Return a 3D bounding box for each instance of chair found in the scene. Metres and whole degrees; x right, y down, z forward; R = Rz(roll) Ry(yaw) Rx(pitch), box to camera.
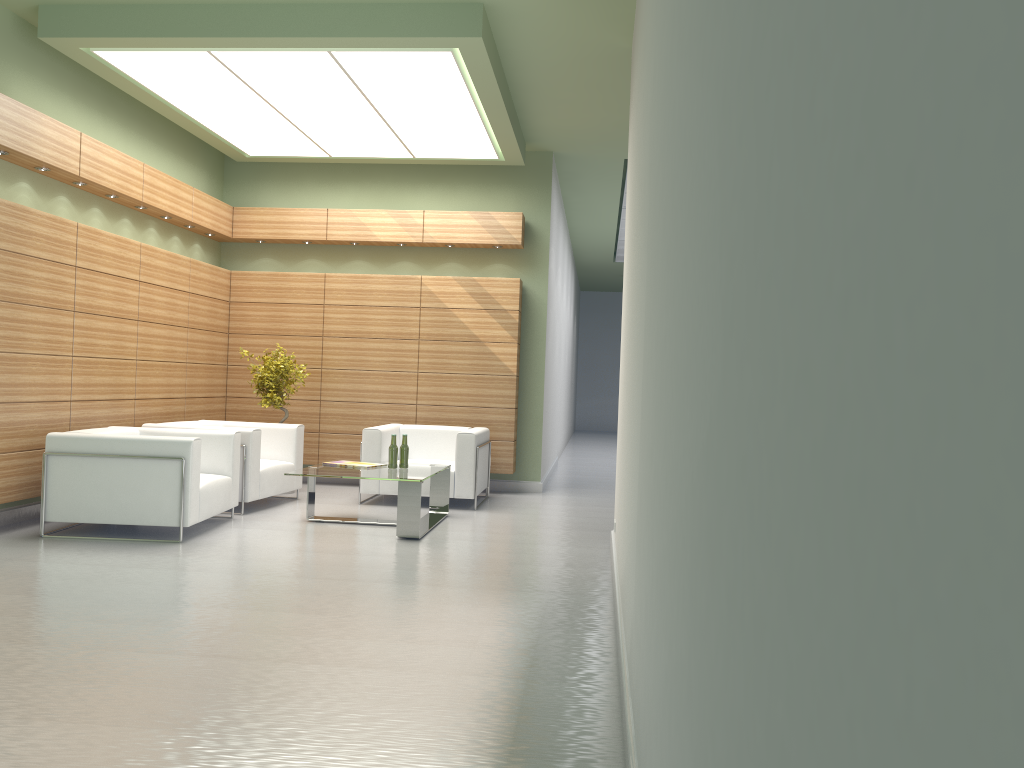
[{"bbox_3d":[-4.382,1.228,13.636,1.769,1.234,1.894,2,0,11],"label":"chair"},{"bbox_3d":[-1.402,1.340,14.790,1.894,1.234,1.802,2,0,6],"label":"chair"},{"bbox_3d":[-4.627,1.220,11.324,1.802,1.234,1.894,2,0,1],"label":"chair"}]

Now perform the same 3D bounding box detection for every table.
[{"bbox_3d":[-1.919,1.542,12.261,1.783,0.742,2.197,2,0,6],"label":"table"}]

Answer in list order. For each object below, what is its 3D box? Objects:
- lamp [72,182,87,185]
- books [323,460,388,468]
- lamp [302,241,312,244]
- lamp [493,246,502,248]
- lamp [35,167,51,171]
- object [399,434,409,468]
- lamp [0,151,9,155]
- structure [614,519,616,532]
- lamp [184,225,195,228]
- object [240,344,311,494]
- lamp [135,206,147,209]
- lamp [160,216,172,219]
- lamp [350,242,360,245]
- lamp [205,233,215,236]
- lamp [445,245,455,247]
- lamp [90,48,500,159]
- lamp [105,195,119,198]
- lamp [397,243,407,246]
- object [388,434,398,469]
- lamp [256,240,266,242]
[{"bbox_3d":[-5.875,-2.750,12.060,0.181,0.074,0.181,2,0,-11],"label":"lamp"},{"bbox_3d":[-2.236,1.144,12.646,0.762,0.025,0.508,2,0,26],"label":"books"},{"bbox_3d":[-3.834,-2.675,16.592,0.181,0.074,0.181,2,0,0],"label":"lamp"},{"bbox_3d":[-0.264,-2.540,16.240,0.181,0.074,0.181,2,0,0],"label":"lamp"},{"bbox_3d":[-5.955,-2.753,11.252,0.181,0.074,0.181,2,0,-11],"label":"lamp"},{"bbox_3d":[-1.515,0.946,12.475,0.131,0.475,0.131,2,0,-30],"label":"object"},{"bbox_3d":[-6.033,-2.755,10.459,0.181,0.074,0.181,2,0,-22],"label":"lamp"},{"bbox_3d":[1.220,1.680,10.508,0.017,0.118,0.262,2,0,6],"label":"structure"},{"bbox_3d":[-5.558,-2.740,15.280,0.181,0.074,0.181,2,0,-22],"label":"lamp"},{"bbox_3d":[-4.155,0.561,15.257,1.201,2.565,1.116,2,0,-26],"label":"object"},{"bbox_3d":[-5.716,-2.745,13.669,0.181,0.074,0.181,2,0,-11],"label":"lamp"},{"bbox_3d":[-5.638,-2.742,14.464,0.181,0.074,0.181,2,0,-11],"label":"lamp"},{"bbox_3d":[-2.929,-2.641,16.503,0.181,0.074,0.181,2,0,-34],"label":"lamp"},{"bbox_3d":[-5.478,-2.737,16.084,0.181,0.074,0.181,2,0,-11],"label":"lamp"},{"bbox_3d":[-1.145,-2.574,16.327,0.181,0.074,0.181,2,0,-34],"label":"lamp"},{"bbox_3d":[-2.732,-4.220,13.345,4.571,0.325,5.060,2,0,6],"label":"lamp"},{"bbox_3d":[-5.796,-2.748,12.859,0.181,0.074,0.181,2,0,-22],"label":"lamp"},{"bbox_3d":[-2.043,-2.608,16.415,0.181,0.074,0.181,2,0,0],"label":"lamp"},{"bbox_3d":[-1.656,0.941,12.367,0.131,0.475,0.131,2,0,-30],"label":"object"},{"bbox_3d":[-4.727,-2.709,16.680,0.181,0.074,0.181,2,0,0],"label":"lamp"}]
